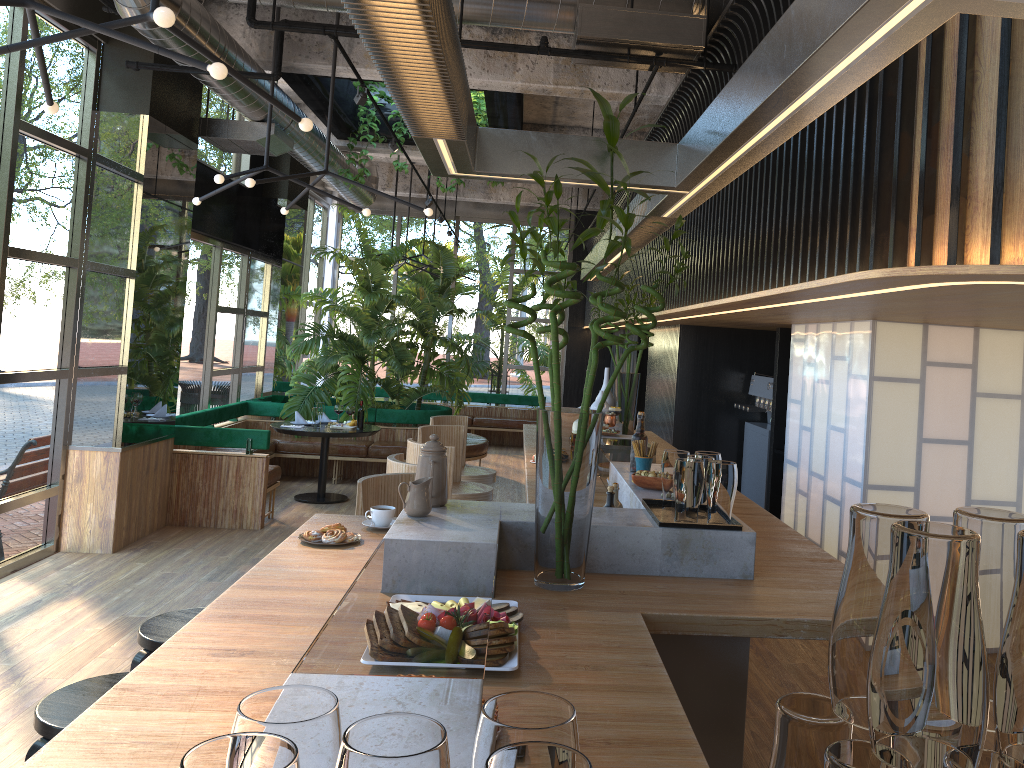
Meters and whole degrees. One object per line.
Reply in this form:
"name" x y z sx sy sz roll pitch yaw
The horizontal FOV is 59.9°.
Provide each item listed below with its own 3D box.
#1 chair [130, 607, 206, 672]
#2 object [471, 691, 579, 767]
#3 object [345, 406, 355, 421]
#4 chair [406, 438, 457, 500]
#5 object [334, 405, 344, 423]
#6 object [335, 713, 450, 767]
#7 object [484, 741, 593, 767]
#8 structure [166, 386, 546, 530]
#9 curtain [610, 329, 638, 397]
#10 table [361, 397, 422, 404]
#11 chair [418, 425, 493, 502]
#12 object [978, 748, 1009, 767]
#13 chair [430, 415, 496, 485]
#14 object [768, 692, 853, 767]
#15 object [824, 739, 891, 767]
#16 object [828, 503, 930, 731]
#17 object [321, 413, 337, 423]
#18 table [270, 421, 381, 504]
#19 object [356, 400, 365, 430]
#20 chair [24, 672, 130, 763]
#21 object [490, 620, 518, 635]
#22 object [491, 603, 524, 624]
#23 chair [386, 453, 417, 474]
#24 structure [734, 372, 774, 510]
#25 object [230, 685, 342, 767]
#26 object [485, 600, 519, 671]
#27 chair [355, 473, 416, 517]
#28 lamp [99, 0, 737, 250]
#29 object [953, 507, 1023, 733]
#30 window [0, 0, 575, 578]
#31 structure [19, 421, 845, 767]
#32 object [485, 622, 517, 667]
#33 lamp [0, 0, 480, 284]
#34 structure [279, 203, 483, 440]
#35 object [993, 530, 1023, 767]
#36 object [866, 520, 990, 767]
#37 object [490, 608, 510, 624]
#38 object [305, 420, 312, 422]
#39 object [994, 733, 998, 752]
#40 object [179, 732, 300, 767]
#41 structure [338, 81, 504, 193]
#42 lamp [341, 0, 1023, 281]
"chair" -1.107 1.193 3.109 0.521 0.697 0.508 4 0 -6
"object" 0.010 0.422 0.866 0.107 0.209 0.104 4 -1 -7
"object" -1.720 0.336 9.427 0.104 0.201 0.100 4 -1 -13
"chair" -0.399 0.839 5.459 0.531 0.970 0.562 3 -1 22
"object" -1.850 0.326 9.459 0.104 0.201 0.100 4 -1 -13
"object" -0.112 0.418 0.793 0.103 0.209 0.107 4 -1 13
"object" 0.016 0.428 0.752 0.107 0.209 0.104 4 -1 -7
"structure" -0.238 0.734 4.954 6.064 1.548 20.017 4 3 0
"curtain" 1.610 0.177 13.225 0.122 2.059 3.258 4 1 0
"table" -1.911 0.617 13.089 1.136 0.751 1.064 3 1 -22
"chair" -0.410 0.801 6.205 0.568 0.970 0.526 4 -1 -27
"object" 0.427 0.450 0.803 0.108 0.209 0.102 4 -1 -17
"chair" -0.402 0.761 7.012 0.542 0.970 0.552 4 -1 8
"object" 0.305 0.437 0.913 0.107 0.209 0.104 4 -1 -7
"object" 0.318 0.443 0.804 0.107 0.209 0.104 4 -1 -7
"object" 0.380 0.233 0.906 0.108 0.209 0.102 4 -1 -17
"object" -1.994 0.349 9.527 0.239 0.139 0.226 3 2 -18
"table" -1.941 0.812 9.157 1.146 0.751 1.054 3 2 -33
"object" -1.546 0.315 9.077 0.067 0.299 0.069 3 -2 14
"chair" -1.112 1.225 2.464 0.524 0.697 0.504 4 0 -11
"object" -0.138 0.570 2.125 0.303 0.061 0.408 2 3 -26
"object" -0.042 0.581 2.244 0.119 0.035 0.170 3 3 -21
"chair" -0.408 0.879 4.647 0.571 0.970 0.522 5 -1 -42
"structure" 2.412 0.704 8.374 0.553 1.596 0.833 4 -1 -1
"object" -0.220 0.409 0.843 0.103 0.209 0.107 4 -1 13
"object" -0.152 0.592 2.107 0.335 0.025 0.492 4 3 -1
"chair" -0.428 0.916 3.879 0.522 0.970 0.571 3 -1 45
"lamp" -0.806 -2.449 9.506 3.817 1.531 9.966 4 3 -3
"object" 0.497 0.239 0.925 0.108 0.209 0.102 4 -1 -17
"window" -1.186 -1.807 4.943 4.163 6.493 20.263 4 2 0
"structure" 2.162 0.830 4.270 5.880 1.730 7.090 4 3 -2
"object" -0.056 0.573 2.005 0.134 0.074 0.197 4 2 -1
"lamp" 0.155 -2.017 5.304 5.115 1.823 18.812 4 3 0
"structure" -1.673 -0.577 11.549 2.494 3.440 2.600 4 0 -17
"object" 0.501 0.245 0.814 0.108 0.209 0.102 4 -1 -17
"object" 0.383 0.237 0.816 0.108 0.209 0.102 4 -1 -17
"object" -0.092 0.568 2.133 0.183 0.080 0.134 3 2 -10
"object" -2.170 0.397 9.437 0.165 0.019 0.244 1 4 -42
"object" 0.540 0.452 0.922 0.108 0.209 0.102 4 -1 -17
"object" -0.233 0.413 0.734 0.103 0.209 0.107 4 -1 13
"structure" -0.877 -2.890 10.238 2.097 1.518 1.461 4 0 27
"lamp" 1.950 -1.713 4.478 5.039 2.133 6.664 3 2 -7
